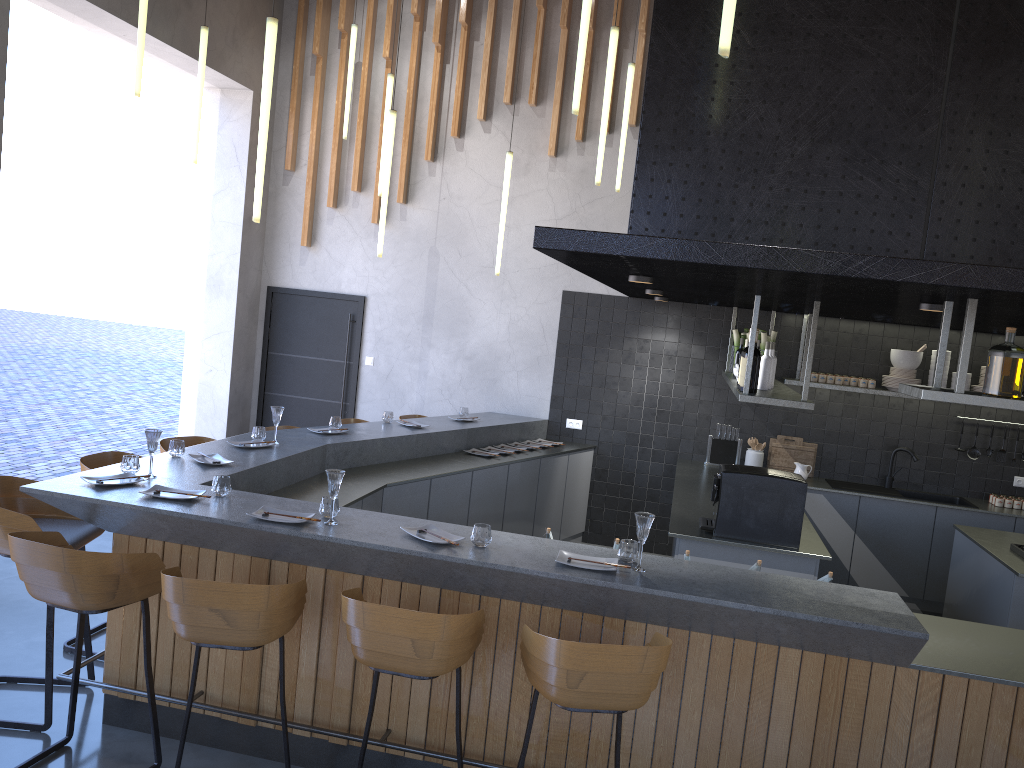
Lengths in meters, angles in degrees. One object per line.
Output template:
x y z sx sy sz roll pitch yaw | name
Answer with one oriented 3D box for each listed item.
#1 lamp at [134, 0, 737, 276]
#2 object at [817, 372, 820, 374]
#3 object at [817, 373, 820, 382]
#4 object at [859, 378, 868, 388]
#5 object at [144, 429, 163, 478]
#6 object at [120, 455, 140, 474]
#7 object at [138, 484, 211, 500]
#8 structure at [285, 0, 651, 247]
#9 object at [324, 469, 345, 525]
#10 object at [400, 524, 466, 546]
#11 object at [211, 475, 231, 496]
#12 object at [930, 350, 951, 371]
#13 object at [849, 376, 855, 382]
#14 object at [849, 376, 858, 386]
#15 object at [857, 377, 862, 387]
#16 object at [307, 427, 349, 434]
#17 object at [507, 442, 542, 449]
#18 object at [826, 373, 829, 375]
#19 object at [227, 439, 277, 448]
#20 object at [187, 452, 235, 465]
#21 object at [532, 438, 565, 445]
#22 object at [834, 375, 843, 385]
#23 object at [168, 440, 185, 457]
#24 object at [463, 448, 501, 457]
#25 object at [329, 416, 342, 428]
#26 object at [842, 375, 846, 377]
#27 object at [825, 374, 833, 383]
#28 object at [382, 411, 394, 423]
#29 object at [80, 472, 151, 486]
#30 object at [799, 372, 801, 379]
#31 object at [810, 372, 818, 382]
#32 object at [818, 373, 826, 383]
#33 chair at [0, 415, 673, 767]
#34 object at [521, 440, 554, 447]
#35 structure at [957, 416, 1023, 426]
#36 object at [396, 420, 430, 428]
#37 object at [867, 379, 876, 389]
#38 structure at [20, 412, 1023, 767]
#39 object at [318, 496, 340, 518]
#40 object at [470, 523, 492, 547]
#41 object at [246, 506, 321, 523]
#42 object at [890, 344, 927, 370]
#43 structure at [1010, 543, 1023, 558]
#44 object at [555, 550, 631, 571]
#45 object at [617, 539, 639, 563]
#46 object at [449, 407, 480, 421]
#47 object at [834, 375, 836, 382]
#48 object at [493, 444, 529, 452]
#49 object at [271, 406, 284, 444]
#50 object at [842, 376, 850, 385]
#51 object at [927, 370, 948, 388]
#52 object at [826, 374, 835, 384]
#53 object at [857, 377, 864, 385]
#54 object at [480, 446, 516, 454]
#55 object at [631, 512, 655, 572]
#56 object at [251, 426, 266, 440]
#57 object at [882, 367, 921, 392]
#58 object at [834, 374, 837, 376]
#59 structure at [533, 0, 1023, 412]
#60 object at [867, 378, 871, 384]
1.876 -5.112 2.878 8.975 10.231 8.774 7 5 9 | lamp
2.640 -0.059 7.605 0.062 0.078 0.062 7 5 6 | object
2.625 -0.054 7.534 0.062 0.078 0.062 7 5 6 | object
2.934 -0.011 7.405 0.062 0.078 0.062 7 5 6 | object
-1.719 0.332 4.234 0.082 0.227 0.082 5 5 -17 | object
-1.833 0.390 4.258 0.086 0.086 0.086 10 6 38 | object
-1.474 0.487 3.917 0.294 0.025 0.170 6 5 4 | object
1.876 -0.911 2.679 10.399 5.894 10.127 7 5 11 | structure
-0.753 0.477 3.734 0.082 0.227 0.082 1 7 -44 | object
-0.314 0.631 3.668 0.170 0.025 0.294 2 6 -42 | object
-1.320 0.463 4.027 0.086 0.086 0.086 9 6 32 | object
3.535 -0.173 7.324 0.143 0.214 0.149 10 6 40 | object
2.897 -0.027 7.554 0.062 0.078 0.062 7 5 6 | object
2.883 -0.023 7.484 0.062 0.078 0.062 7 5 6 | object
2.948 -0.015 7.471 0.062 0.078 0.062 7 5 6 | object
-1.253 0.324 6.147 0.170 0.025 0.294 10 6 37 | object
0.120 0.533 7.545 0.294 0.025 0.170 8 5 27 | object
2.705 -0.051 7.592 0.062 0.078 0.062 7 5 6 | object
-1.544 0.361 5.337 0.170 0.025 0.294 10 6 36 | object
-1.625 0.401 4.755 0.170 0.025 0.294 2 6 -41 | object
0.338 0.526 7.905 0.294 0.025 0.170 8 5 27 | object
2.742 -0.034 7.442 0.062 0.078 0.062 7 5 6 | object
-1.806 0.349 4.780 0.086 0.086 0.086 5 5 -13 | object
-0.218 0.546 6.955 0.294 0.025 0.170 8 5 27 | object
-1.260 0.277 6.332 0.086 0.086 0.086 3 5 -29 | object
2.834 -0.035 7.567 0.062 0.078 0.062 7 5 6 | object
2.690 -0.046 7.522 0.062 0.078 0.062 7 5 6 | object
-0.967 0.258 6.926 0.086 0.086 0.086 5 5 -17 | object
-1.801 0.440 4.074 0.170 0.025 0.294 10 6 36 | object
2.508 -0.075 7.631 0.062 0.078 0.062 7 5 16 | object
2.547 -0.058 7.480 0.062 0.078 0.062 7 5 6 | object
2.612 -0.050 7.468 0.062 0.078 0.062 7 5 6 | object
-1.329 0.982 5.283 2.787 1.047 5.395 5 5 -12 | chair
0.230 0.530 7.725 0.294 0.025 0.170 8 5 27 | object
4.123 0.324 7.425 0.743 0.018 0.074 7 5 11 | structure
-0.786 0.311 6.901 0.170 0.025 0.294 2 6 -41 | object
2.998 -0.003 7.392 0.062 0.078 0.062 7 5 6 | object
2.685 1.222 5.385 8.945 1.400 4.889 7 5 11 | structure
-0.792 0.535 3.843 0.086 0.086 0.086 7 5 11 | object
-0.126 0.622 3.640 0.086 0.086 0.086 5 5 -14 | object
-0.944 0.560 3.728 0.294 0.025 0.170 7 5 9 | object
3.287 -0.225 7.393 0.249 0.243 0.248 7 5 12 | object
3.416 1.069 5.344 0.599 0.060 0.510 7 5 11 | structure
0.324 0.711 3.520 0.294 0.025 0.170 7 5 9 | object
0.477 0.687 3.636 0.086 0.086 0.086 7 5 11 | object
-0.418 0.261 7.596 0.269 0.086 0.319 10 6 36 | object
2.755 -0.038 7.509 0.062 0.078 0.062 7 5 6 | object
0.006 0.537 7.348 0.294 0.025 0.170 8 5 27 | object
-1.462 0.254 5.496 0.082 0.227 0.082 5 5 -17 | object
2.820 -0.030 7.496 0.062 0.078 0.062 7 5 6 | object
3.518 -0.010 7.337 0.143 0.214 0.149 10 6 40 | object
2.677 -0.042 7.455 0.062 0.078 0.062 7 5 6 | object
2.962 -0.019 7.542 0.062 0.078 0.062 7 5 6 | object
-0.098 0.543 7.150 0.294 0.025 0.170 8 5 27 | object
0.516 0.629 3.526 0.082 0.227 0.082 1 7 -44 | object
-1.576 0.311 5.520 0.086 0.086 0.086 10 6 38 | object
3.251 -0.034 7.399 0.304 0.195 0.300 8 5 22 | object
2.770 -0.043 7.579 0.062 0.078 0.062 7 5 6 | object
4.819 -0.708 4.735 8.600 2.382 4.958 7 5 11 | structure
3.012 -0.007 7.459 0.062 0.078 0.062 7 5 6 | object
